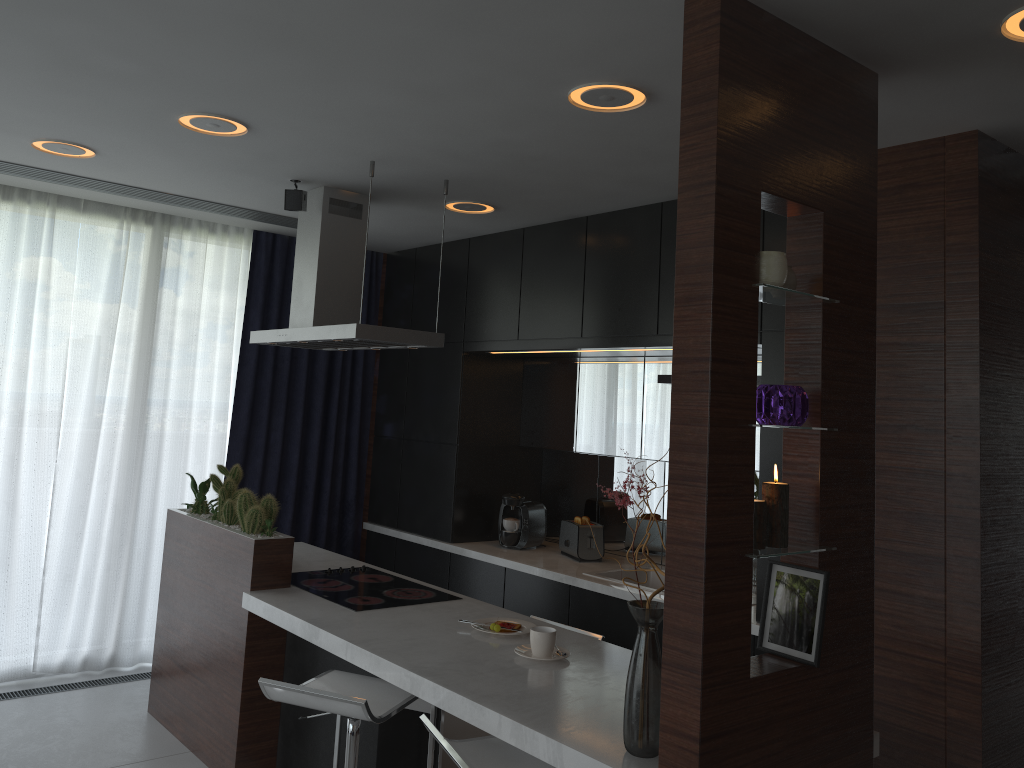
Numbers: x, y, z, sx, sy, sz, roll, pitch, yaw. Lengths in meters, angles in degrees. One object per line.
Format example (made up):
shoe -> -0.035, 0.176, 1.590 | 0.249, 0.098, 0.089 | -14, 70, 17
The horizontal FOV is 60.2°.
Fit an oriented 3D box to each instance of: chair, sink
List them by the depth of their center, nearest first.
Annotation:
chair -> 0.008, 1.268, 2.296 | 0.462, 0.715, 0.394 | 5, -6, -22
chair -> -0.529, 1.251, 2.738 | 0.396, 0.715, 0.460 | 1, -6, 23
chair -> 0.037, 1.278, 3.168 | 0.461, 0.747, 0.395 | 8, -7, -44
sink -> 0.814, 0.922, 4.194 | 0.500, 0.497, 0.852 | 7, -4, -40

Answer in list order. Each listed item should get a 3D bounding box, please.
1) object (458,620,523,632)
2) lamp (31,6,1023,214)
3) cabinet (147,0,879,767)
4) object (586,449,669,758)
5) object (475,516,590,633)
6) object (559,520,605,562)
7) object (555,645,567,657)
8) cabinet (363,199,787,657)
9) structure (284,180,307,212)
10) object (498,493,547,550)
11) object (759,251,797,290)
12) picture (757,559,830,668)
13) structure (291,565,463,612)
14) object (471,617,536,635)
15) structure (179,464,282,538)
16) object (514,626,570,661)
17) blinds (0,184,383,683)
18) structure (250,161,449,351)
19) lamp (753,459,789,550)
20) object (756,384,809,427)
object -> -0.076, 0.861, 3.150 | 0.249, 0.008, 0.026 | 3, -2, 19
lamp -> 1.097, -0.812, 3.589 | 5.344, 0.085, 9.521 | 2, -2, 37
cabinet -> -0.357, 0.351, 3.384 | 0.781, 2.574, 3.328 | 8, -6, -40
object -> 0.288, 0.502, 2.153 | 0.198, 0.741, 0.384 | -1, -7, 31
object -> 0.175, 0.802, 3.980 | 0.140, 0.223, 1.864 | 2, -2, 15
object -> 0.374, 0.853, 4.821 | 0.175, 0.197, 0.259 | 5, -4, -19
object -> 0.144, 0.870, 2.888 | 0.036, 0.013, 0.165 | 4, -2, -15
cabinet -> 0.443, 0.431, 4.721 | 0.701, 2.576, 3.472 | 8, -6, -40
structure -> -1.017, -0.878, 4.159 | 0.084, 0.143, 0.113 | 3, -5, 0
object -> 0.048, 0.784, 5.089 | 0.214, 0.315, 0.267 | 0, -6, 35
object -> 0.653, -0.268, 2.179 | 0.088, 0.086, 0.216 | 1, -3, 33
picture -> 0.695, 0.563, 2.188 | 0.050, 0.223, 0.175 | 8, -7, -36
structure -> -0.640, 0.874, 3.764 | 0.501, 0.057, 0.762 | 5, -2, -40
object -> -0.028, 0.874, 3.162 | 0.238, 0.019, 0.237 | 3, -2, 22
structure -> -1.308, 0.509, 4.049 | 0.221, 0.288, 0.998 | 7, -4, -37
object -> 0.100, 0.838, 2.856 | 0.182, 0.087, 0.180 | 2, -3, 27
blinds -> -1.163, 0.141, 1.441 | 5.771, 2.796, 7.120 | 5, -3, -36
structure -> -0.785, -0.559, 4.190 | 0.444, 0.766, 1.042 | 8, -5, -40
lamp -> 0.603, 0.286, 2.131 | 0.153, 0.212, 0.077 | 6, -7, -27
object -> 0.659, 0.053, 2.172 | 0.134, 0.098, 0.131 | 3, -3, 0
